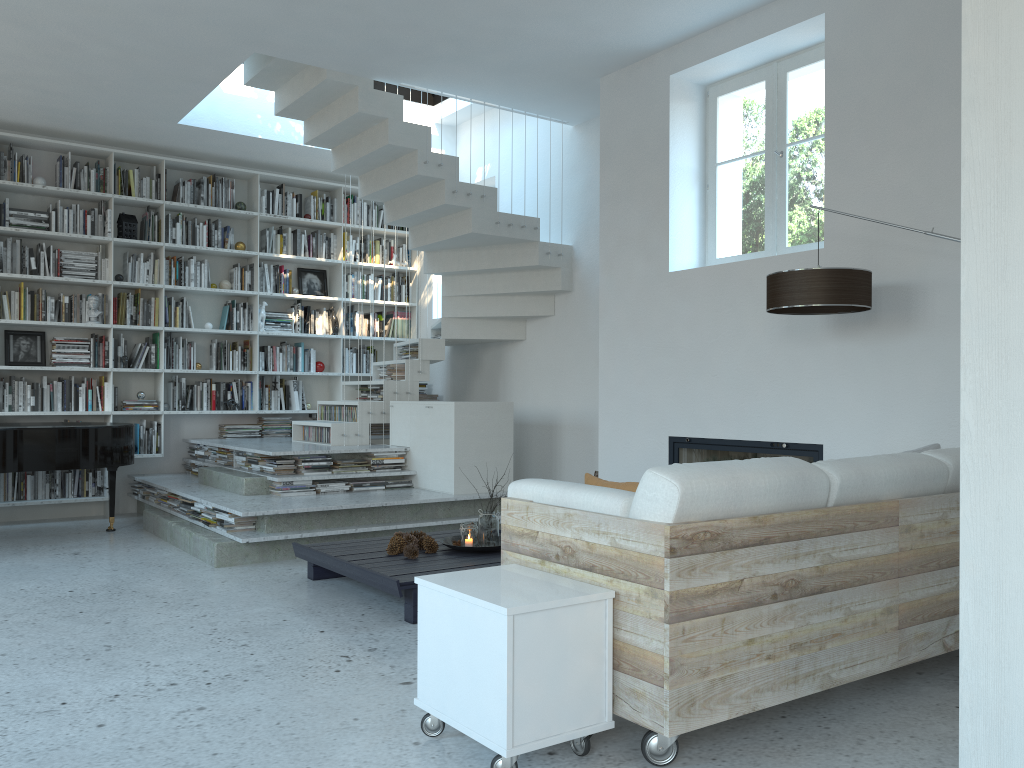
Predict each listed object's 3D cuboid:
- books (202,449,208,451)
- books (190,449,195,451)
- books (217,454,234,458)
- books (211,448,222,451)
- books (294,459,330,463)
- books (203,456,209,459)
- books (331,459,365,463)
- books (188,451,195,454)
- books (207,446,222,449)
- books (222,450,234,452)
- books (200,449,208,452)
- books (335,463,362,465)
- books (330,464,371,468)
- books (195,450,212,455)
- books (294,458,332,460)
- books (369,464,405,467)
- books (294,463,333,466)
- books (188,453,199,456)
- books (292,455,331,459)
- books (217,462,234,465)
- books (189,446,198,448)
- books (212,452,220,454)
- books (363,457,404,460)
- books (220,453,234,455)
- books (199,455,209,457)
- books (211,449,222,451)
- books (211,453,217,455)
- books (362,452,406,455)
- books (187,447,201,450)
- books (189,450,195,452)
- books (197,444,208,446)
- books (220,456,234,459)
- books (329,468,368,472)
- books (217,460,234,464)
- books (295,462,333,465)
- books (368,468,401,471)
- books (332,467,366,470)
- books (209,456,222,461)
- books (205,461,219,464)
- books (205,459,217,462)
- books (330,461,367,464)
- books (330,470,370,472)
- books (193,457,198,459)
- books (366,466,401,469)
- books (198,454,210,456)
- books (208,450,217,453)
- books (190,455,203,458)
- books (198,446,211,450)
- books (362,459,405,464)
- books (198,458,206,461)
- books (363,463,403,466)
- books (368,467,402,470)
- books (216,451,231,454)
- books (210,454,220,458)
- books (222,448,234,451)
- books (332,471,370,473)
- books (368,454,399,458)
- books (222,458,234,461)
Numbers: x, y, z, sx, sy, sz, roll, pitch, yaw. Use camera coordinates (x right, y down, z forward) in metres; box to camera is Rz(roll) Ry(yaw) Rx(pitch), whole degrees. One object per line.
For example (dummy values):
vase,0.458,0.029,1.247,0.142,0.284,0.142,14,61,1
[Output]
books,-2.650,0.576,7.838,0.143,0.012,0.264,1,-1,-30
books,-2.812,0.604,8.080,0.145,0.008,0.298,1,-1,-36
books,-2.316,0.590,7.350,0.179,0.017,0.293,1,-1,-34
books,-2.472,0.555,7.592,0.149,0.013,0.220,1,-1,-32
books,-1.482,0.566,6.577,0.221,0.018,0.154,1,-1,-34
books,-2.640,0.647,7.846,0.131,0.021,0.240,1,-1,-33
books,-1.244,0.582,6.725,0.203,0.011,0.173,1,-1,-40
books,-2.824,0.622,8.072,0.179,0.012,0.261,1,-1,-35
books,-2.482,0.541,7.584,0.165,0.015,0.243,1,-1,-40
books,-2.297,0.555,7.363,0.128,0.013,0.296,1,-1,-37
books,-2.655,0.586,7.835,0.171,0.007,0.206,1,-1,-33
books,-1.252,0.605,6.735,0.179,0.010,0.160,1,-1,-33
books,-1.239,0.617,6.717,0.273,0.014,0.187,1,-1,-40
books,-2.665,0.604,7.828,0.189,0.030,0.237,1,-1,-38
books,-1.477,0.552,6.570,0.228,0.009,0.159,1,-1,-39
books,-0.997,0.630,6.892,0.281,0.008,0.181,1,-1,-30
books,-1.480,0.594,6.573,0.260,0.009,0.153,1,-1,-32
books,-2.828,0.637,8.069,0.175,0.017,0.265,1,-1,-32
books,-1.489,0.540,6.587,0.261,0.016,0.128,1,-1,-36
books,-2.322,0.653,7.345,0.182,0.011,0.253,1,-1,-31
books,-2.821,0.570,8.074,0.167,0.008,0.234,1,-1,-36
books,-2.470,0.586,7.593,0.144,0.013,0.220,1,-1,-32
books,-0.999,0.575,6.895,0.261,0.012,0.179,1,-1,-31
books,-2.313,0.576,7.352,0.161,0.012,0.254,1,-1,-31
books,-2.650,0.632,7.838,0.152,0.009,0.259,1,-1,-38
books,-2.472,0.567,7.592,0.160,0.010,0.179,1,-1,-35
books,-2.468,0.599,7.594,0.150,0.013,0.215,1,-1,-35
books,-0.996,0.539,6.892,0.285,0.013,0.181,1,-1,-40
books,-2.829,0.581,8.068,0.171,0.015,0.253,1,-1,-40
books,-2.819,0.612,8.075,0.156,0.009,0.287,1,-1,-37
books,-2.659,0.535,7.832,0.171,0.020,0.193,1,-1,-40
books,-2.308,0.608,7.355,0.159,0.018,0.203,1,-1,-37
books,-1.257,0.647,6.742,0.293,0.014,0.133,1,-1,-38
books,-2.317,0.640,7.349,0.178,0.014,0.247,1,-1,-37
books,-1.467,0.582,6.556,0.230,0.015,0.190,1,-1,-30
books,-1.003,0.664,6.900,0.220,0.011,0.177,1,-1,-37
books,-1.247,0.632,6.729,0.214,0.015,0.177,1,-1,-34
books,-2.481,0.635,7.586,0.164,0.023,0.242,1,-1,-31
books,-2.484,0.665,7.583,0.183,0.012,0.296,1,-1,-36
books,-2.488,0.653,7.580,0.190,0.012,0.235,1,-1,-37
books,-1.248,0.594,6.731,0.245,0.013,0.172,1,-1,-36
books,-1.245,0.657,6.726,0.287,0.005,0.165,1,-1,-30
books,-2.809,0.669,8.082,0.134,0.014,0.181,1,-1,-38
books,-1.011,0.642,6.913,0.262,0.016,0.132,1,-1,-40
books,-2.653,0.623,7.836,0.163,0.008,0.295,1,-1,-37
books,-2.477,0.576,7.588,0.167,0.008,0.234,1,-1,-36
books,-2.821,0.654,8.074,0.163,0.017,0.232,1,-1,-33
books,-2.651,0.561,7.838,0.163,0.018,0.289,1,-1,-36
books,-1.003,0.596,6.901,0.284,0.030,0.177,1,-1,-34
books,-2.655,0.665,7.835,0.173,0.017,0.233,1,-1,-36
books,-1.008,0.619,6.908,0.268,0.014,0.160,1,-1,-36
books,-1.008,0.654,6.908,0.259,0.009,0.152,1,-1,-38
books,-2.318,0.565,7.348,0.187,0.009,0.261,1,-1,-36
books,-2.471,0.615,7.592,0.154,0.018,0.221,1,-1,-36
books,-2.306,0.534,7.357,0.139,0.028,0.261,1,-1,-30
books,-1.245,0.663,6.726,0.291,0.007,0.174,1,-1,-32
books,-1.003,0.557,6.901,0.192,0.024,0.167,1,-1,-30
books,-2.299,0.625,7.362,0.138,0.017,0.237,1,-1,-36
